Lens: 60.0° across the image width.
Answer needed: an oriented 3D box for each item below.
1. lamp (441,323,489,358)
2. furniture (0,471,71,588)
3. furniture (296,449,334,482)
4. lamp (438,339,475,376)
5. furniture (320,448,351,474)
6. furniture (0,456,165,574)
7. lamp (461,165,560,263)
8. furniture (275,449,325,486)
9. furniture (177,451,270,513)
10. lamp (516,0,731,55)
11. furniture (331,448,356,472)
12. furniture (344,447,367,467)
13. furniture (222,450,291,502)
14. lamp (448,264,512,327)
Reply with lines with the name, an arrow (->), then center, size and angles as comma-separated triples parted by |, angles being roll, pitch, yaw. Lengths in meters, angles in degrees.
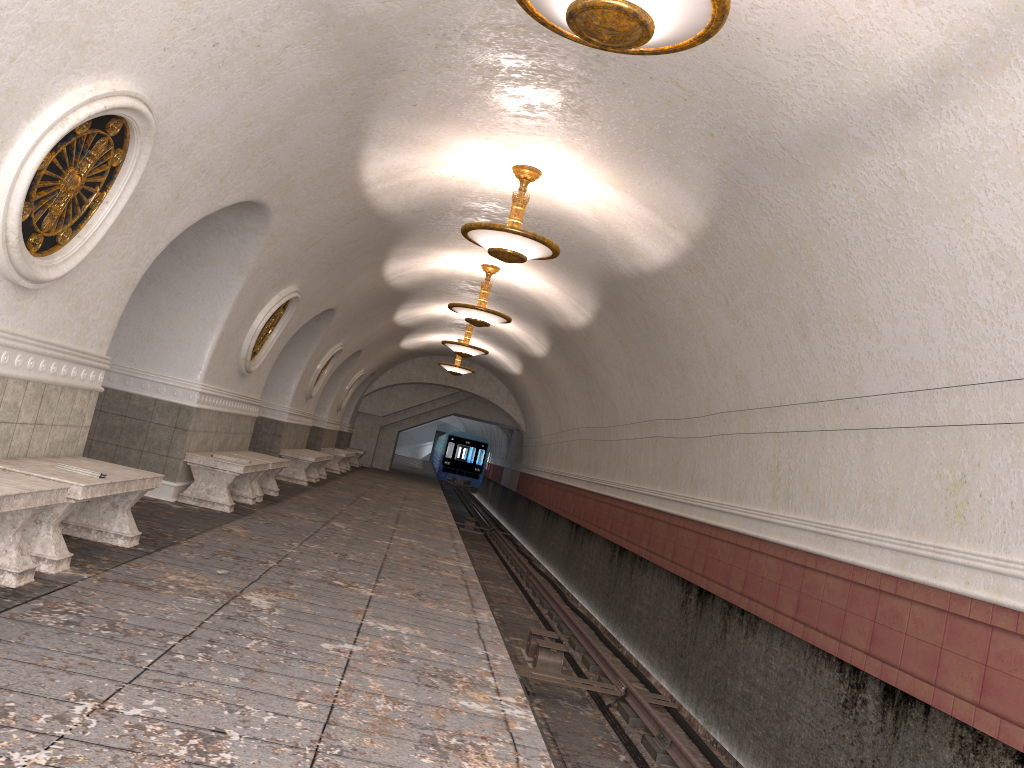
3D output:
lamp -> -0.914, -1.007, 18.398 | 1.008, 0.955, 1.008 | 12, -5, 11
furniture -> -2.569, 0.655, 3.815 | 0.613, 0.508, 1.509 | 13, -5, -5
furniture -> -3.927, 1.586, 17.428 | 0.613, 0.508, 1.509 | 13, -5, -5
lamp -> -1.392, -0.679, 23.193 | 1.008, 0.955, 1.008 | 8, -7, 41
furniture -> -4.351, 1.877, 21.678 | 0.613, 0.508, 1.509 | 13, -5, -5
furniture -> -2.736, 0.769, 5.485 | 0.613, 0.508, 1.509 | 13, -5, -5
lamp -> 0.043, -1.663, 8.810 | 1.008, 0.955, 1.008 | 15, -5, -21
furniture -> -3.761, 1.472, 15.758 | 0.613, 0.508, 1.509 | 13, -5, -5
furniture -> -3.164, 1.063, 9.781 | 0.613, 0.508, 1.509 | 13, -5, -5
lamp -> 0.524, -1.993, 3.983 | 1.008, 0.955, 1.008 | 15, -5, -21
furniture -> -4.518, 1.991, 23.347 | 0.613, 0.508, 1.509 | 13, -5, -5
furniture -> -4.975, 2.305, 27.934 | 0.613, 0.508, 1.509 | 13, -5, -5
furniture -> -3.331, 1.177, 11.450 | 0.613, 0.508, 1.509 | 13, -5, -5
lamp -> -0.435, -1.335, 13.605 | 1.008, 0.955, 1.008 | 12, -5, 11
